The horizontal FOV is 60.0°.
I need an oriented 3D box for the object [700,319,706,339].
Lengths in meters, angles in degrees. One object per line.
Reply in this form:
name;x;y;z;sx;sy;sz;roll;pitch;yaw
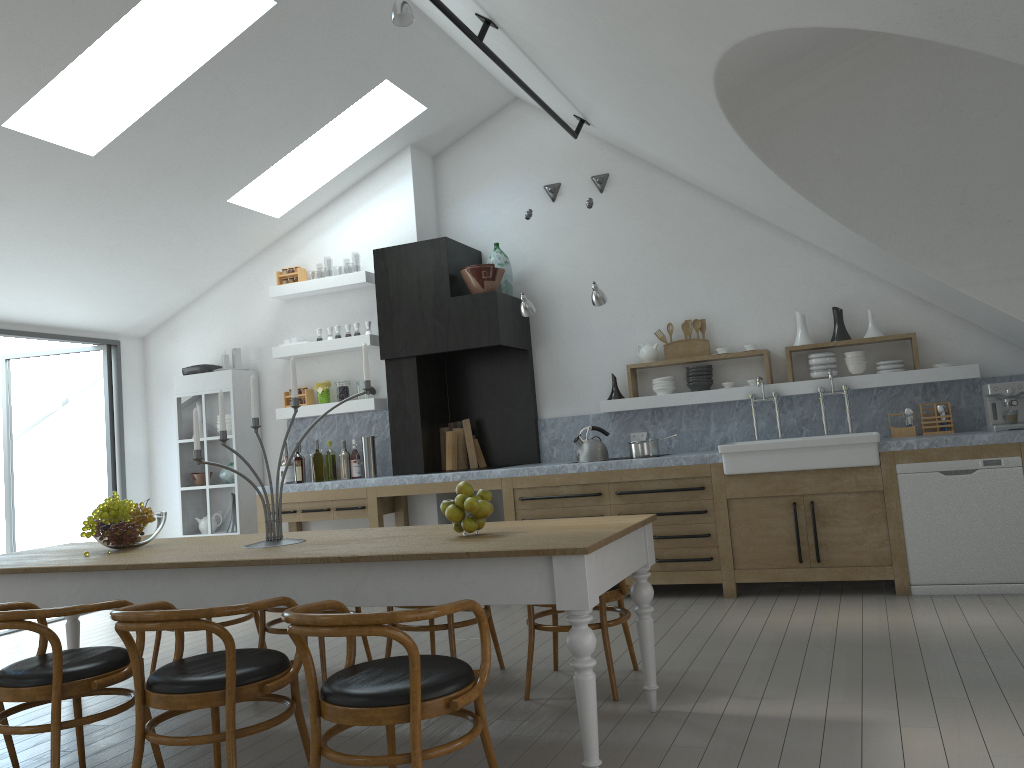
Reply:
object;1.505;-0.366;6.970;0.057;0.295;0.030;-7;-6;21

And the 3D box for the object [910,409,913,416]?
object;2.833;0.268;6.315;0.042;0.193;0.040;-1;-6;-31

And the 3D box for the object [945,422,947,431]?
object;3.043;0.247;6.219;0.022;0.196;0.019;-7;-6;22

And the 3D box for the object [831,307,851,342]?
object;2.427;-0.445;6.576;0.156;0.269;0.156;-7;-6;25

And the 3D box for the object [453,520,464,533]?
object;-0.209;0.569;3.538;0.051;0.050;0.049;-7;-5;25

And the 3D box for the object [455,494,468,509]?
object;-0.198;0.462;3.496;0.053;0.057;0.058;-8;-6;36

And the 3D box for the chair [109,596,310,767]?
chair;-1.006;1.073;2.963;0.527;0.737;0.620;-6;-5;16

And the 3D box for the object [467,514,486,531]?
object;-0.145;0.550;3.556;0.078;0.074;0.080;-3;-5;-24

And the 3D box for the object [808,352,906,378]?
object;2.523;-0.151;6.503;0.656;0.196;0.197;-6;-5;21

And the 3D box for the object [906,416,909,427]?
object;2.818;0.272;6.308;0.018;0.197;0.020;-8;-6;31

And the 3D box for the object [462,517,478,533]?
object;-0.166;0.554;3.485;0.063;0.064;0.063;-8;-6;32

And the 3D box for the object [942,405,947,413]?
object;3.043;0.246;6.256;0.042;0.193;0.040;-3;-6;-19

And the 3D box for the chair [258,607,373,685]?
chair;-1.037;1.193;4.712;0.527;0.737;0.620;-6;-5;18

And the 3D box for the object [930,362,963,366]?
object;3.085;-0.131;6.290;0.213;0.025;0.213;-5;-4;9

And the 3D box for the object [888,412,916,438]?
object;2.790;0.291;6.332;0.172;0.172;0.100;-7;-5;23

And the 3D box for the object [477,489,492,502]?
object;-0.112;0.453;3.580;0.062;0.060;0.062;-7;-5;22

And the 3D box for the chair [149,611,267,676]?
chair;-1.686;1.268;5.029;0.526;0.737;0.620;-7;-5;21

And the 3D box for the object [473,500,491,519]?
object;-0.120;0.496;3.499;0.077;0.077;0.076;-4;-5;-12

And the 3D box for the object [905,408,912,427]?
object;2.815;0.266;6.270;0.042;0.193;0.040;-1;-6;-32

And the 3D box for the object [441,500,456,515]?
object;-0.249;0.495;3.547;0.072;0.064;0.071;-6;-5;15

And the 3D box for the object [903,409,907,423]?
object;2.808;0.273;6.305;0.022;0.196;0.018;-6;-6;9

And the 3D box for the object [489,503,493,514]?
object;-0.101;0.500;3.550;0.053;0.053;0.051;-6;-5;13

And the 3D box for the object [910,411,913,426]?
object;2.830;0.278;6.271;0.019;0.179;0.044;-5;-5;6

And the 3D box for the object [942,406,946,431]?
object;3.032;0.248;6.218;0.018;0.197;0.020;-10;-8;43

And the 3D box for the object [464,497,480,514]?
object;-0.157;0.473;3.455;0.062;0.064;0.062;-3;-5;-16

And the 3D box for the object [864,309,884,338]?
object;2.640;-0.443;6.501;0.156;0.219;0.155;-5;-5;3

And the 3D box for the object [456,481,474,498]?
object;-0.189;0.426;3.552;0.072;0.074;0.072;-7;-5;21

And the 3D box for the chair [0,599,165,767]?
chair;-1.674;1.147;3.240;0.526;0.737;0.620;-7;-5;21

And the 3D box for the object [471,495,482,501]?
object;-0.146;0.469;3.540;0.053;0.051;0.053;-4;-5;-8

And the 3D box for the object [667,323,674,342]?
object;1.269;-0.342;7.062;0.055;0.300;0.027;-7;-6;21

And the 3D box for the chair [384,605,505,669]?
chair;-0.341;1.121;4.505;0.526;0.737;0.620;-7;-5;24

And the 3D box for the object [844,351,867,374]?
object;2.515;-0.154;6.480;0.154;0.160;0.157;-1;-6;-40

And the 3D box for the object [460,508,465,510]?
object;-0.195;0.477;3.595;0.072;0.071;0.066;-4;-5;-9

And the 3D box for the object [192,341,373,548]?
object;-0.997;0.259;3.909;0.775;0.877;0.265;-4;-5;-5

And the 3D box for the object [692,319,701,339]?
object;1.464;-0.363;6.967;0.067;0.299;0.039;-7;-6;21

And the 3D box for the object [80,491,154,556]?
object;-1.880;0.653;4.259;0.292;0.285;0.392;-4;-5;-15

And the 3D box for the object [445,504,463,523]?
object;-0.227;0.509;3.487;0.070;0.072;0.071;-4;-5;-14

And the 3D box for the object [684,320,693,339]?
object;1.404;-0.357;6.988;0.057;0.300;0.019;-7;-6;21

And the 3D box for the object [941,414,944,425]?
object;3.034;0.249;6.239;0.018;0.196;0.023;-8;-6;29

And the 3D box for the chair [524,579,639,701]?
chair;0.325;1.047;4.236;0.527;0.737;0.620;-6;-5;18

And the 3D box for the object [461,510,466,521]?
object;-0.215;0.533;3.589;0.059;0.056;0.059;-6;-5;16

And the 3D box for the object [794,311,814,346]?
object;2.184;-0.418;6.674;0.156;0.269;0.156;-6;-5;10

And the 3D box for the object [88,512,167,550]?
object;-1.852;0.715;4.272;0.360;0.160;0.359;-5;-4;2

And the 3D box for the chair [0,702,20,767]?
chair;-2.363;1.220;3.464;0.526;0.737;0.620;-7;-5;25

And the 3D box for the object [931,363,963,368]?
object;3.086;-0.122;6.289;0.213;0.025;0.213;-5;-4;9

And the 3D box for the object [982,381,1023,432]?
object;3.302;0.145;5.809;0.324;0.321;0.386;-7;-5;21

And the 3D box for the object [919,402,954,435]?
object;2.998;0.243;6.264;0.200;0.223;0.104;-7;-6;21

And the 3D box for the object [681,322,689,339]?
object;1.379;-0.353;7.018;0.061;0.300;0.040;-7;-6;19

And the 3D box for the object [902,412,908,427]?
object;2.797;0.282;6.289;0.044;0.179;0.019;-3;-6;-14

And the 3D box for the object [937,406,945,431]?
object;3.016;0.246;6.215;0.042;0.193;0.040;-3;-6;-18

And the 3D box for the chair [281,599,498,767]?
chair;-0.362;0.997;2.639;0.526;0.737;0.620;-7;-5;24

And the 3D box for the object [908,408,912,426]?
object;2.822;0.270;6.287;0.018;0.196;0.023;-6;-6;16

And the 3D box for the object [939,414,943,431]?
object;3.030;0.260;6.255;0.019;0.179;0.044;-7;-6;19
